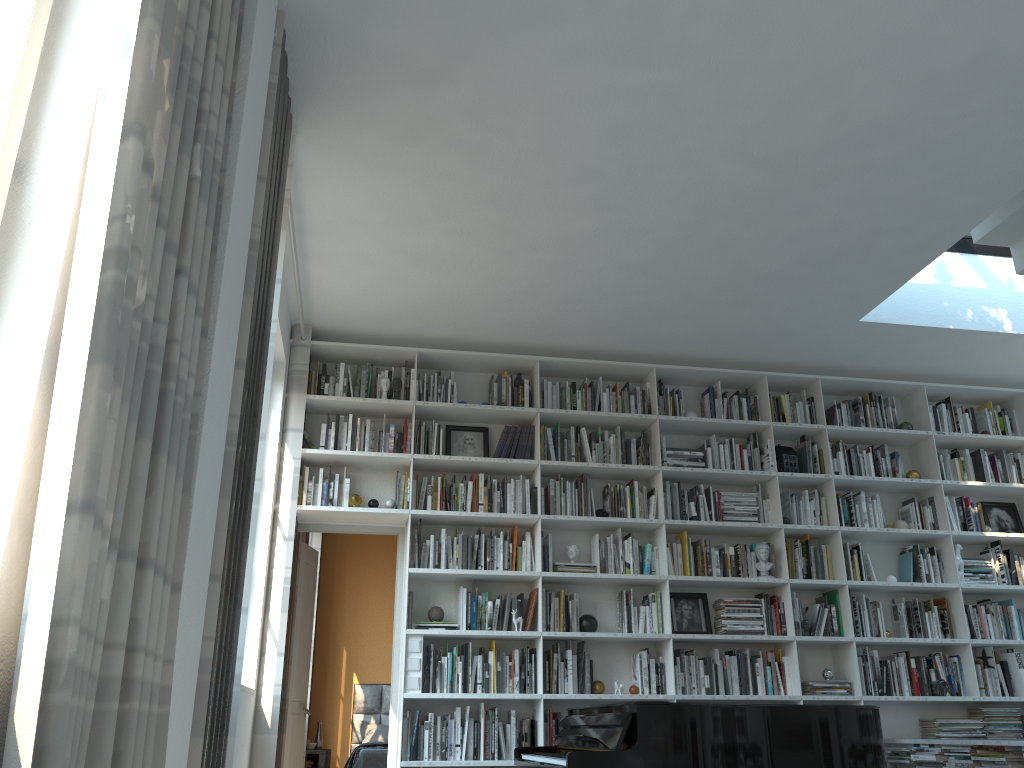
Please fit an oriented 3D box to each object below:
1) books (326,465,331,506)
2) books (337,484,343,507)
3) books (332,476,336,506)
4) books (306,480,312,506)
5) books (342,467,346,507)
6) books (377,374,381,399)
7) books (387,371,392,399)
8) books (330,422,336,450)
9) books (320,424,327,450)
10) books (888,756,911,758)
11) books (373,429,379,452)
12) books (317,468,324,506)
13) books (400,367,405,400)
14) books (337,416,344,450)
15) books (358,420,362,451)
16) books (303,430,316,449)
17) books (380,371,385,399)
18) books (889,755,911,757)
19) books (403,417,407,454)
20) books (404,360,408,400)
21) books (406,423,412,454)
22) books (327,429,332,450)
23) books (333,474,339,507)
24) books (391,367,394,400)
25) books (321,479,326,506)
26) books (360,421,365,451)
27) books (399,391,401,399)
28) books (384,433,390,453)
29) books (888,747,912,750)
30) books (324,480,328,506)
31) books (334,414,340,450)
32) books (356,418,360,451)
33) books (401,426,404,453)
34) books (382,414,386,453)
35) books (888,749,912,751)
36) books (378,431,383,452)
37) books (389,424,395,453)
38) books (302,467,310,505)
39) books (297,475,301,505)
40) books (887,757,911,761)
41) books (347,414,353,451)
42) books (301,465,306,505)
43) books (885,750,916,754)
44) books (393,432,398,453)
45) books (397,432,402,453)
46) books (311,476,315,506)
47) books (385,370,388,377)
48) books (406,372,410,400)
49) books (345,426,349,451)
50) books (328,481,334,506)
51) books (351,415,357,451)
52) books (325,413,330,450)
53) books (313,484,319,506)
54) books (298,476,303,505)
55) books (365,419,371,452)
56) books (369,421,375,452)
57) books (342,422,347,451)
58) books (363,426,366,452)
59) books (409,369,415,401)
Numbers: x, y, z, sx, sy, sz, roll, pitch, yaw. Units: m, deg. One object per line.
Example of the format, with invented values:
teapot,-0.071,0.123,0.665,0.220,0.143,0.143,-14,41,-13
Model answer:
books,-1.191,0.693,5.756,0.013,0.296,0.188,3,-21,-9
books,-1.121,0.760,5.783,0.029,0.190,0.135,3,-21,-9
books,-1.159,0.732,5.769,0.010,0.233,0.166,3,-21,-9
books,-1.309,0.740,5.739,0.029,0.196,0.161,3,-21,-9
books,-1.097,0.704,5.787,0.013,0.297,0.179,3,-21,-9
books,-0.915,0.068,6.069,0.021,0.225,0.157,3,-21,-9
books,-0.845,0.055,6.080,0.027,0.258,0.147,3,-21,-9
books,-1.188,0.387,5.883,0.023,0.227,0.172,3,-21,-9
books,-1.253,0.392,5.881,0.034,0.217,0.167,3,-21,-9
books,2.597,2.424,5.762,0.156,0.009,0.288,4,-22,-11
books,-0.914,0.418,5.942,0.028,0.211,0.139,3,-21,-9
books,-1.246,0.705,5.765,0.022,0.280,0.157,3,-21,-9
books,-0.758,0.049,6.103,0.022,0.285,0.176,3,-21,-9
books,-1.143,0.369,5.917,0.028,0.287,0.133,3,-21,-9
books,-1.017,0.389,5.916,0.012,0.248,0.192,3,-21,-9
books,-1.331,0.410,5.871,0.121,0.175,0.130,4,-21,-9
books,-0.890,0.057,6.064,0.025,0.242,0.168,3,-21,-9
books,2.605,2.417,5.766,0.145,0.008,0.299,4,-22,-10
books,-0.725,0.390,5.980,0.014,0.293,0.173,3,-21,-9
books,-0.739,0.025,6.110,0.014,0.336,0.168,3,-21,-9
books,-0.703,0.409,5.995,0.037,0.267,0.113,3,-21,-9
books,-1.215,0.412,5.896,0.024,0.191,0.138,3,-21,-9
books,-1.139,0.722,5.749,0.021,0.236,0.189,3,-21,-9
books,-0.827,0.045,6.101,0.013,0.290,0.155,3,-21,-9
books,-1.226,0.743,5.772,0.023,0.213,0.141,3,-21,-9
books,-1.001,0.392,5.918,0.021,0.243,0.174,3,-21,-9
books,-0.782,0.095,6.082,0.028,0.184,0.168,3,-21,-9
books,-0.845,0.436,5.947,0.031,0.182,0.152,3,-21,-9
books,2.594,2.376,5.780,0.159,0.011,0.247,5,-22,-12
books,-1.206,0.741,5.754,0.011,0.205,0.164,3,-21,-9
books,-1.165,0.361,5.892,0.023,0.281,0.186,3,-21,-9
books,-1.030,0.379,5.918,0.013,0.267,0.162,3,-21,-9
books,-0.741,0.421,5.979,0.014,0.235,0.144,3,-21,-9
books,-0.863,0.373,5.950,0.012,0.302,0.190,3,-21,-9
books,2.594,2.385,5.777,0.167,0.008,0.235,4,-22,-10
books,-0.887,0.430,5.951,0.029,0.197,0.144,3,-21,-9
books,-0.811,0.409,5.940,0.029,0.228,0.192,3,-21,-9
books,-1.333,0.696,5.743,0.023,0.280,0.171,3,-21,-9
books,-1.377,0.718,5.725,0.013,0.227,0.179,3,-21,-9
books,2.590,2.434,5.757,0.179,0.012,0.262,4,-22,-9
books,-1.081,0.364,5.902,0.021,0.285,0.179,3,-21,-9
books,-1.355,0.693,5.764,0.013,0.301,0.135,3,-21,-9
books,2.584,2.395,5.771,0.171,0.015,0.254,5,-22,-14
books,-0.787,0.436,5.965,0.029,0.195,0.147,3,-21,-9
books,-0.758,0.437,5.955,0.026,0.187,0.155,3,-21,-9
books,-1.289,0.727,5.739,0.010,0.219,0.182,3,-21,-9
books,-0.869,0.057,6.078,0.021,0.252,0.180,3,-21,-9
books,-0.721,0.064,6.105,0.025,0.258,0.139,3,-21,-9
books,-1.099,0.404,5.900,0.010,0.208,0.165,3,-21,-9
books,-1.175,0.747,5.753,0.024,0.192,0.181,3,-21,-9
books,-1.056,0.370,5.925,0.037,0.290,0.156,3,-21,-9
books,-1.230,0.358,5.901,0.011,0.295,0.163,3,-21,-9
books,-1.274,0.754,5.759,0.029,0.184,0.135,3,-21,-9
books,-1.364,0.722,5.727,0.013,0.221,0.163,3,-21,-9
books,-0.967,0.386,5.925,0.025,0.260,0.167,3,-21,-9
books,-0.940,0.392,5.927,0.030,0.250,0.166,3,-21,-9
books,-1.118,0.393,5.912,0.024,0.238,0.156,3,-21,-9
books,-0.990,0.410,5.945,0.011,0.230,0.136,3,-21,-9
books,-0.690,0.056,6.074,0.024,0.251,0.236,3,-21,-9
